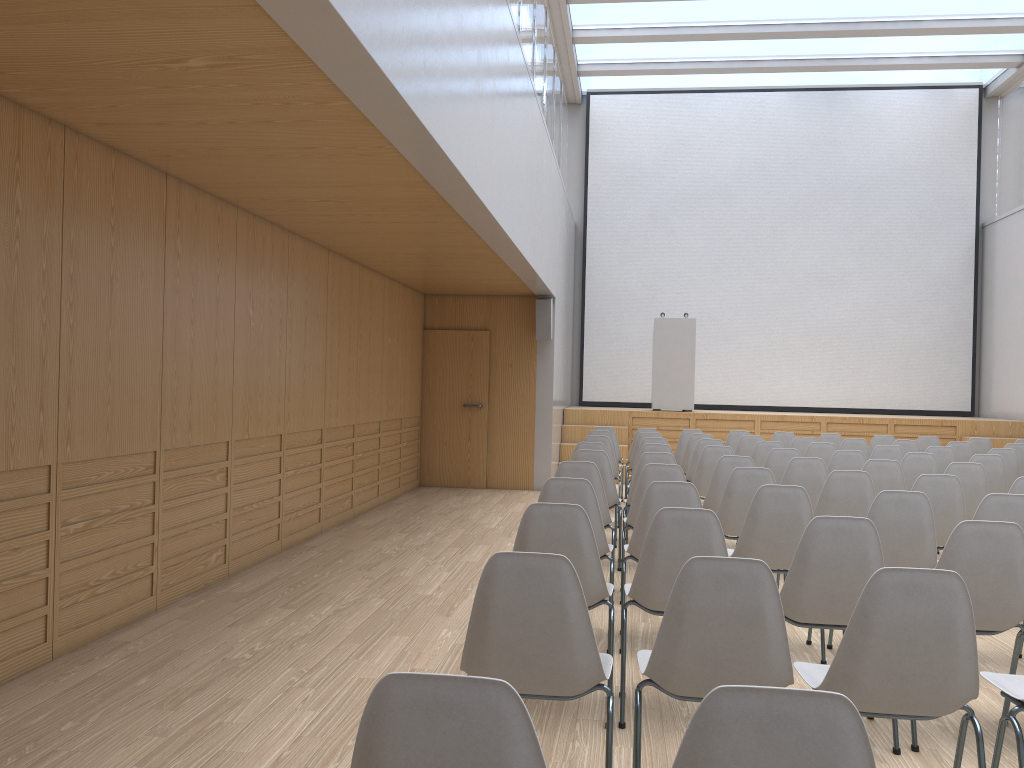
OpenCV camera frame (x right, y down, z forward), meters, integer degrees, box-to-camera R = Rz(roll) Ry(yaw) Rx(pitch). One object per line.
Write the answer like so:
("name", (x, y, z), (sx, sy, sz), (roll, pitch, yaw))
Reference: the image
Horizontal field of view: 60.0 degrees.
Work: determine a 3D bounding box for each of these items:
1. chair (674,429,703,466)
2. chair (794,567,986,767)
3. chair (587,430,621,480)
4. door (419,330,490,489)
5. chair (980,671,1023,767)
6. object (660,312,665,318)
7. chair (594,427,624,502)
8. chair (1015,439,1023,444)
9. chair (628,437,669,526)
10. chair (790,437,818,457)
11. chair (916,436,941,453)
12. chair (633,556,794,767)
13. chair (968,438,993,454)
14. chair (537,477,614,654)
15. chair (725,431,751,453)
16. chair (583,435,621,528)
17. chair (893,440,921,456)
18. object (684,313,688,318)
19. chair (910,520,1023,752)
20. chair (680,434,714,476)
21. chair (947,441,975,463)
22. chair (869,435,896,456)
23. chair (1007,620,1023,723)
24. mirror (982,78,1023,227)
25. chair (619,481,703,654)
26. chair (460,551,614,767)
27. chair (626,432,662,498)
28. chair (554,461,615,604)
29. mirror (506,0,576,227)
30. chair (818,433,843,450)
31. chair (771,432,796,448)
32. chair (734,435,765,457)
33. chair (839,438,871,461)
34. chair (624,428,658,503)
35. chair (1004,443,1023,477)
("chair", (2.099, 0.963, 10.465), (0.479, 0.876, 0.505), (1, 0, 7))
("chair", (1.085, 0.921, 2.571), (0.479, 0.876, 0.505), (1, 0, 7))
("chair", (0.953, 0.933, 9.673), (0.479, 0.876, 0.505), (1, 0, 7))
("door", (-0.747, 0.321, 11.382), (0.873, 2.024, 0.108), (1, 0, 7))
("chair", (1.645, 0.935, 2.518), (0.479, 0.876, 0.505), (1, 0, 7))
("object", (2.276, -0.928, 13.296), (0.166, 0.305, 0.252), (1, 0, -21))
("chair", (1.102, 0.938, 10.633), (0.479, 0.876, 0.505), (1, 0, 7))
("chair", (5.728, 1.050, 10.072), (0.479, 0.876, 0.505), (1, 0, 7))
("chair", (1.357, 0.940, 8.544), (0.479, 0.876, 0.505), (1, 0, 7))
("chair", (3.030, 0.983, 9.339), (0.479, 0.876, 0.505), (1, 0, 7))
("chair", (4.694, 1.025, 10.194), (0.479, 0.876, 0.505), (1, 0, 7))
("chair", (0.607, 0.910, 2.660), (0.479, 0.876, 0.505), (1, 0, 7))
("chair", (5.224, 1.038, 10.108), (0.479, 0.876, 0.505), (1, 0, 7))
("chair", (0.301, 0.906, 4.667), (0.479, 0.876, 0.505), (1, 0, 7))
("chair", (2.639, 0.976, 10.437), (0.479, 0.876, 0.505), (1, 0, 7))
("chair", (0.829, 0.928, 8.671), (0.479, 0.876, 0.505), (1, 0, 7))
("chair", (4.037, 1.007, 9.279), (0.479, 0.876, 0.505), (1, 0, 7))
("object", (2.620, -0.920, 13.252), (0.166, 0.305, 0.252), (1, 0, -21))
("chair", (1.768, 0.940, 3.492), (0.479, 0.876, 0.505), (1, 0, 7))
("chair", (1.992, 0.958, 9.471), (0.479, 0.876, 0.505), (1, 0, 7))
("chair", (4.537, 1.020, 9.187), (0.479, 0.876, 0.505), (1, 0, 7))
("chair", (4.195, 1.013, 10.198), (0.479, 0.876, 0.505), (1, 0, 7))
("chair", (2.235, 0.951, 3.461), (0.479, 0.876, 0.505), (1, 0, 7))
("mirror", (6.594, -3.611, 5.427), (0.253, 2.090, 17.827), (1, 0, 7))
("chair", (0.812, 0.919, 4.622), (0.479, 0.876, 0.505), (1, 0, 7))
("chair", (0.070, 0.897, 2.660), (0.479, 0.876, 0.505), (1, 0, 7))
("chair", (1.474, 0.945, 9.578), (0.479, 0.876, 0.505), (1, 0, 7))
("chair", (0.425, 0.912, 5.679), (0.479, 0.876, 0.505), (1, 0, 7))
("mirror", (-0.141, -3.774, 6.286), (0.253, 2.090, 17.827), (1, 0, 7))
("chair", (3.634, 1.000, 10.291), (0.479, 0.876, 0.505), (1, 0, 7))
("chair", (3.138, 0.988, 10.402), (0.479, 0.876, 0.505), (1, 0, 7))
("chair", (2.517, 0.971, 9.463), (0.479, 0.876, 0.505), (1, 0, 7))
("chair", (3.531, 0.995, 9.316), (0.479, 0.876, 0.505), (1, 0, 7))
("chair", (1.581, 0.950, 10.490), (0.479, 0.876, 0.505), (1, 0, 7))
("chair", (5.060, 1.032, 9.080), (0.479, 0.876, 0.505), (1, 0, 7))
